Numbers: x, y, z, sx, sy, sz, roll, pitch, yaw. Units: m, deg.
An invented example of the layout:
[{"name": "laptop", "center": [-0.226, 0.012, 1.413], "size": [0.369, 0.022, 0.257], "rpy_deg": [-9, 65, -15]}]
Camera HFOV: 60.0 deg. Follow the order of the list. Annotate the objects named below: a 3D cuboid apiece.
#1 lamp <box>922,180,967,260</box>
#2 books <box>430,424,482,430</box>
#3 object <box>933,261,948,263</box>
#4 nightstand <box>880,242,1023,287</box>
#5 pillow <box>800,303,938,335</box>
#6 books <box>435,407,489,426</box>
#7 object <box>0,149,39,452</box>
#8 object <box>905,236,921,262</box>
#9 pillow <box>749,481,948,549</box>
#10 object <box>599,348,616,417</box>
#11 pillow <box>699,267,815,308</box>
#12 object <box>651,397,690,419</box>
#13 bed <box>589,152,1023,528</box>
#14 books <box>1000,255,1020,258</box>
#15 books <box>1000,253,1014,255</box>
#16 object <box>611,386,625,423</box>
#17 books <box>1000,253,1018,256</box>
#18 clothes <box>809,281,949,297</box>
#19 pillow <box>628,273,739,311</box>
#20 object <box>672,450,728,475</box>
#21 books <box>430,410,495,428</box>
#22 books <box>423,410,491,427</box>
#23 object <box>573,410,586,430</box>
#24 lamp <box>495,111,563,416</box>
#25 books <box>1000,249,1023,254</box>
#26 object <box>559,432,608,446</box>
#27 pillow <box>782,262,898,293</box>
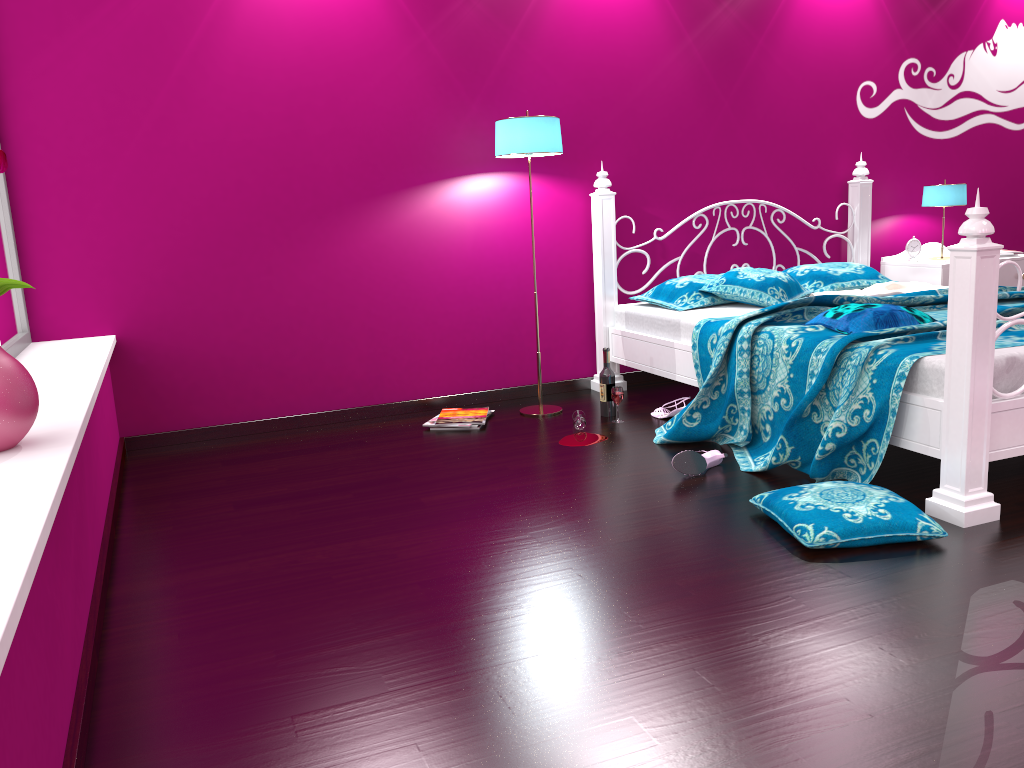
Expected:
[{"name": "lamp", "center": [2.418, -0.921, 4.970], "size": [0.229, 0.438, 0.229], "rpy_deg": [2, 12, 24]}, {"name": "books", "center": [-0.230, 0.167, 4.036], "size": [0.220, 0.007, 0.300], "rpy_deg": [-1, 11, 9]}, {"name": "object", "center": [2.308, -0.657, 4.778], "size": [0.073, 0.006, 0.073], "rpy_deg": [4, 13, 31]}, {"name": "nightstand", "center": [2.542, -0.487, 5.025], "size": [0.742, 0.616, 0.455], "rpy_deg": [-7, 12, -21]}, {"name": "pillow", "center": [1.345, -0.237, 3.286], "size": [0.404, 0.127, 0.425], "rpy_deg": [-5, 11, -11]}, {"name": "books", "center": [-0.223, 0.148, 4.034], "size": [0.221, 0.012, 0.300], "rpy_deg": [-3, 11, 3]}, {"name": "object", "center": [-1.120, -0.163, 1.800], "size": [0.242, 0.614, 0.264], "rpy_deg": [5, 14, 36]}, {"name": "object", "center": [2.244, -0.757, 4.959], "size": [0.106, 0.140, 0.033], "rpy_deg": [-7, 12, -18]}, {"name": "pillow", "center": [0.943, 0.363, 2.532], "size": [0.417, 0.101, 0.401], "rpy_deg": [-4, 11, -5]}, {"name": "object", "center": [0.428, -0.010, 3.979], "size": [0.070, 0.307, 0.070], "rpy_deg": [-14, 15, -43]}, {"name": "pillow", "center": [1.152, -0.461, 4.166], "size": [0.418, 0.176, 0.404], "rpy_deg": [5, 14, 36]}, {"name": "object", "center": [0.691, 0.097, 3.879], "size": [0.089, 0.110, 0.241], "rpy_deg": [-9, 13, -29]}, {"name": "bed", "center": [1.565, -0.443, 3.710], "size": [2.167, 1.143, 2.317], "rpy_deg": [-7, 12, -21]}, {"name": "books", "center": [2.707, -0.730, 5.040], "size": [0.220, 0.007, 0.300], "rpy_deg": [-1, 11, 9]}, {"name": "books", "center": [2.691, -0.742, 5.035], "size": [0.220, 0.007, 0.300], "rpy_deg": [1, 12, 18]}, {"name": "object", "center": [0.461, 0.089, 3.867], "size": [0.056, 0.153, 0.056], "rpy_deg": [1, 12, 17]}, {"name": "books", "center": [2.714, -0.739, 5.047], "size": [0.220, 0.007, 0.300], "rpy_deg": [0, 12, 14]}, {"name": "clothes", "center": [1.850, -0.288, 4.184], "size": [1.036, 0.376, 0.553], "rpy_deg": [-8, 12, -26]}, {"name": "pillow", "center": [0.980, -0.465, 4.338], "size": [0.717, 0.141, 0.401], "rpy_deg": [-8, 12, -25]}, {"name": "object", "center": [0.650, 0.262, 3.120], "size": [0.247, 0.086, 0.100], "rpy_deg": [-9, 13, -27]}, {"name": "books", "center": [-0.222, 0.158, 4.043], "size": [0.220, 0.007, 0.300], "rpy_deg": [0, 12, 14]}, {"name": "books", "center": [-0.246, 0.154, 4.031], "size": [0.220, 0.007, 0.300], "rpy_deg": [1, 12, 18]}, {"name": "object", "center": [0.290, 0.157, 3.819], "size": [0.056, 0.056, 0.153], "rpy_deg": [-2, 11, 3]}, {"name": "lamp", "center": [0.101, -0.533, 4.014], "size": [0.303, 1.352, 0.303], "rpy_deg": [2, 12, 24]}, {"name": "books", "center": [2.714, -0.749, 5.038], "size": [0.221, 0.012, 0.300], "rpy_deg": [-3, 11, 3]}, {"name": "object", "center": [0.281, 0.228, 3.615], "size": [0.184, 0.007, 0.221], "rpy_deg": [7, 15, 41]}, {"name": "pillow", "center": [1.660, -0.554, 4.604], "size": [0.717, 0.141, 0.401], "rpy_deg": [-7, 12, -19]}]
